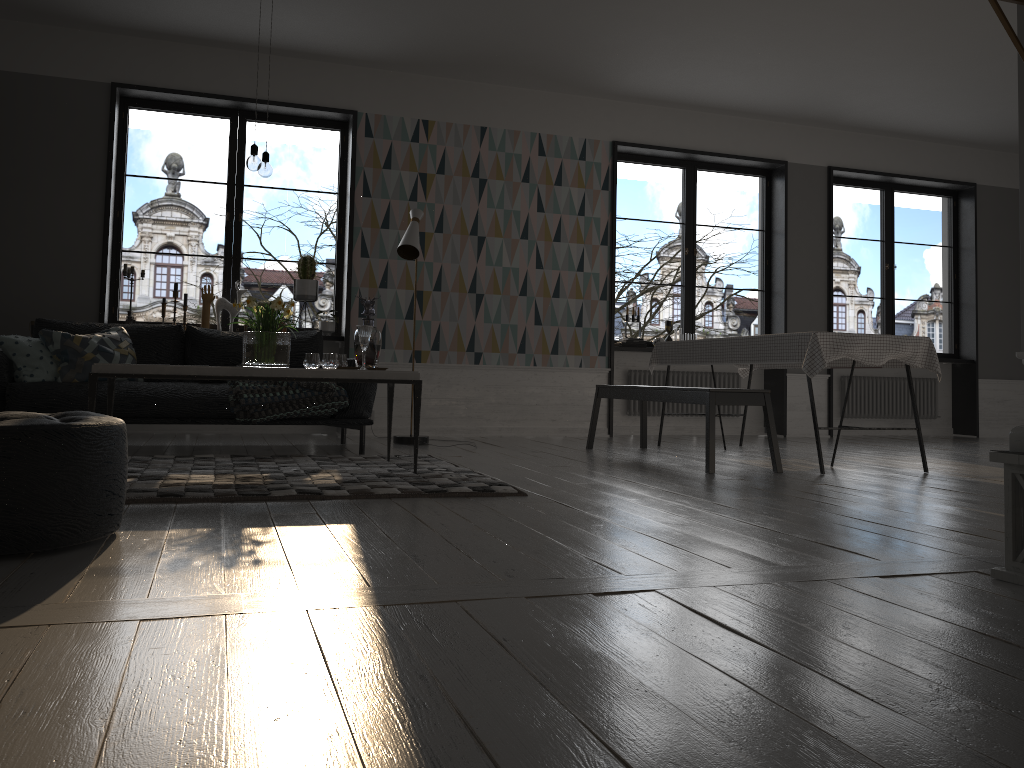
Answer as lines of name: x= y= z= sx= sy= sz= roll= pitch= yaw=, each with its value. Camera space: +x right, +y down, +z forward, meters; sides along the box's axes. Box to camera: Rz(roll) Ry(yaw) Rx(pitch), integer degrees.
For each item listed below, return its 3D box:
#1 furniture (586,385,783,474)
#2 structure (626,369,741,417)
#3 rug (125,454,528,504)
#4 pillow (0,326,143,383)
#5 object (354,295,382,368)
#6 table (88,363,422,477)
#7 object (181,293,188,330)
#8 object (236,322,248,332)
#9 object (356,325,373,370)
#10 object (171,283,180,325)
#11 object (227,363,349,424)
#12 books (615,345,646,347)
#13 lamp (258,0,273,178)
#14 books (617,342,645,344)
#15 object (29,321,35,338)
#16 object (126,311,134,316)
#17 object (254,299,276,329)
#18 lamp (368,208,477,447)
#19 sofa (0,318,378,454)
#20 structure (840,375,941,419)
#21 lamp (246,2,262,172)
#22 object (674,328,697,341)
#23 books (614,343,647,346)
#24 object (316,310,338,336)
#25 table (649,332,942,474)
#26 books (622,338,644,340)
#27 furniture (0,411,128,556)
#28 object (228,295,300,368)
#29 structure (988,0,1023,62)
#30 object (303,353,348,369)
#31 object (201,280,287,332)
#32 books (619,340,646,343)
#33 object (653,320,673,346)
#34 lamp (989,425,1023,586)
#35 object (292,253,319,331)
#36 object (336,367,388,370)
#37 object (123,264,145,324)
furniture: x=1.015 y=0.246 z=5.602 sx=0.465 sy=0.457 sz=1.667 roll=2 pitch=0 yaw=-18
structure: x=1.623 y=0.093 z=8.267 sx=1.222 sy=0.430 sz=0.148 roll=1 pitch=-3 yaw=-20
rug: x=-1.409 y=0.414 z=4.108 sx=2.524 sy=0.034 sz=1.767 roll=1 pitch=0 yaw=-18
pillow: x=-2.624 y=-0.176 z=5.274 sx=0.797 sy=0.363 sz=0.443 roll=2 pitch=-1 yaw=-36
object: x=-0.773 y=-0.282 z=4.759 sx=0.148 sy=0.419 sz=0.155 roll=1 pitch=-3 yaw=1
table: x=-1.239 y=0.176 z=4.342 sx=1.454 sy=0.513 sz=0.731 roll=1 pitch=-1 yaw=-18
object: x=-2.523 y=-0.558 z=6.825 sx=0.076 sy=0.302 sz=0.075 roll=1 pitch=-3 yaw=12
object: x=-2.078 y=-0.447 z=6.911 sx=0.123 sy=0.099 sz=0.122 roll=1 pitch=-1 yaw=4
object: x=-0.758 y=-0.183 z=4.538 sx=0.082 sy=0.228 sz=0.167 roll=2 pitch=-2 yaw=-7
object: x=-2.573 y=-0.597 z=6.757 sx=0.123 sy=0.377 sz=0.123 roll=2 pitch=-3 yaw=-14
object: x=-1.390 y=0.055 z=5.420 sx=0.666 sy=0.330 sz=0.489 roll=2 pitch=-1 yaw=-23
books: x=1.050 y=-0.336 z=7.954 sx=0.267 sy=0.011 sz=0.161 roll=1 pitch=0 yaw=-15
lamp: x=-0.730 y=-1.797 z=4.087 sx=1.395 sy=1.542 sz=0.074 roll=0 pitch=-4 yaw=41
books: x=1.060 y=-0.365 z=7.962 sx=0.216 sy=0.011 sz=0.174 roll=1 pitch=0 yaw=-13
object: x=-3.251 y=-0.352 z=6.106 sx=0.138 sy=0.161 sz=0.141 roll=1 pitch=-2 yaw=20
object: x=-2.910 y=-0.492 z=6.724 sx=0.084 sy=0.152 sz=0.084 roll=2 pitch=-3 yaw=-15
object: x=-1.955 y=-0.539 z=7.016 sx=0.234 sy=0.284 sz=0.213 roll=3 pitch=-3 yaw=-44
lamp: x=-0.643 y=-0.423 z=6.675 sx=0.679 sy=1.709 sz=1.243 roll=2 pitch=-3 yaw=-20
sofa: x=-2.056 y=0.016 z=5.508 sx=2.338 sy=0.801 sz=0.968 roll=1 pitch=-1 yaw=-19
structure: x=3.848 y=0.141 z=9.002 sx=1.222 sy=0.430 sz=0.148 roll=1 pitch=-3 yaw=-20
lamp: x=-0.748 y=-1.797 z=3.950 sx=1.395 sy=1.542 sz=0.074 roll=0 pitch=-4 yaw=41
object: x=1.608 y=-0.414 z=8.146 sx=0.267 sy=0.193 sz=0.153 roll=2 pitch=-2 yaw=-18
books: x=1.050 y=-0.351 z=7.963 sx=0.271 sy=0.019 sz=0.183 roll=1 pitch=0 yaw=-19
object: x=-1.472 y=-0.488 z=7.037 sx=0.170 sy=0.204 sz=0.246 roll=2 pitch=-1 yaw=-16
table: x=1.757 y=0.097 z=5.888 sx=0.930 sy=0.786 sz=2.022 roll=2 pitch=0 yaw=-19
books: x=1.090 y=-0.401 z=7.963 sx=0.153 sy=0.017 sz=0.123 roll=1 pitch=0 yaw=-17
furniture: x=-1.476 y=0.256 z=2.474 sx=0.734 sy=0.358 sz=0.735 roll=2 pitch=-1 yaw=-31
object: x=-1.232 y=-0.256 z=4.395 sx=0.351 sy=0.352 sz=0.324 roll=2 pitch=-2 yaw=-16
structure: x=1.547 y=-1.290 z=2.381 sx=0.185 sy=0.778 sz=0.494 roll=2 pitch=-3 yaw=-18
object: x=-0.926 y=-0.114 z=4.623 sx=0.246 sy=0.087 sz=0.279 roll=1 pitch=0 yaw=-41
object: x=-2.088 y=-0.598 z=6.926 sx=0.662 sy=0.411 sz=0.134 roll=2 pitch=-3 yaw=-17
books: x=1.085 y=-0.381 z=7.964 sx=0.198 sy=0.022 sz=0.162 roll=1 pitch=0 yaw=-17
object: x=1.378 y=-0.452 z=8.061 sx=0.194 sy=0.258 sz=0.114 roll=2 pitch=-3 yaw=-8
lamp: x=1.415 y=0.262 z=2.197 sx=0.286 sy=0.479 sz=0.286 roll=2 pitch=-3 yaw=-19
object: x=-1.638 y=-0.725 z=7.022 sx=0.228 sy=0.673 sz=0.235 roll=-2 pitch=-4 yaw=42
object: x=-0.834 y=-0.082 z=4.716 sx=0.318 sy=0.015 sz=0.246 roll=1 pitch=0 yaw=-18
object: x=-2.880 y=-0.660 z=6.658 sx=0.162 sy=0.492 sz=0.144 roll=0 pitch=-3 yaw=18
